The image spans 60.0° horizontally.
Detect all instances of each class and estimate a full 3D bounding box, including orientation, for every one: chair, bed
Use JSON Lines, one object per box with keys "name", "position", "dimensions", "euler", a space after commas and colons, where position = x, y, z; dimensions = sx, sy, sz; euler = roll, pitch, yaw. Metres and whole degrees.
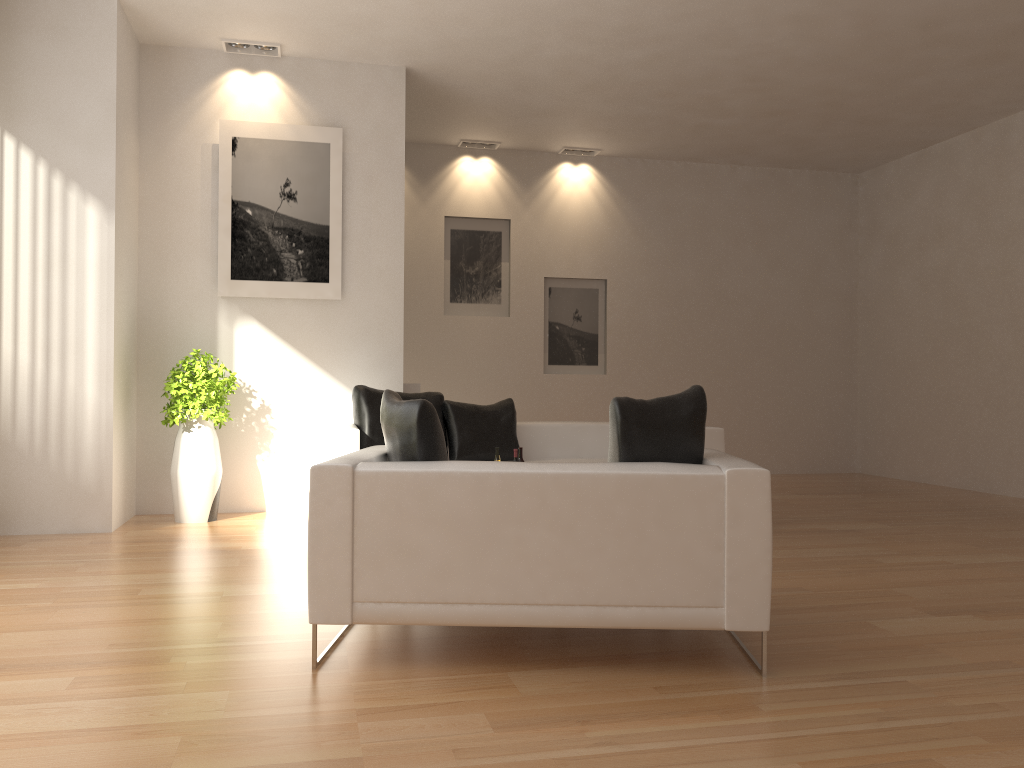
{"name": "chair", "position": [0.115, 0.670, 3.803], "dimensions": [1.671, 0.761, 1.262], "euler": [0, 0, 2]}
{"name": "bed", "position": [0.009, 0.686, 6.973], "dimensions": [3.075, 0.761, 1.262], "euler": [0, 0, -13]}

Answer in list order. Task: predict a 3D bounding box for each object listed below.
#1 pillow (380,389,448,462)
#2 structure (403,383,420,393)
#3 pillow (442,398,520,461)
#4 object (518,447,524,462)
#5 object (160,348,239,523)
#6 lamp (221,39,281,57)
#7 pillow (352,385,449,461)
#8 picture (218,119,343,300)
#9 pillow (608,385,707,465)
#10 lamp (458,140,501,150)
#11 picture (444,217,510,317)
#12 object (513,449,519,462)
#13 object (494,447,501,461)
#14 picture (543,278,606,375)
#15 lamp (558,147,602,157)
{"name": "pillow", "position": [-0.425, 0.322, 3.768], "dimensions": [0.291, 0.598, 0.660], "euler": [1, 0, -24]}
{"name": "structure", "position": [-2.007, 0.355, 8.708], "dimensions": [4.625, 1.403, 1.839], "euler": [0, 0, -13]}
{"name": "pillow", "position": [-0.237, 0.372, 7.087], "dimensions": [0.628, 0.524, 0.270], "euler": [1, 0, -30]}
{"name": "object", "position": [0.052, 0.510, 5.401], "dimensions": [0.057, 0.248, 0.057], "euler": [0, 0, 5]}
{"name": "object", "position": [-2.406, 0.389, 6.805], "dimensions": [0.570, 1.324, 0.631], "euler": [0, 0, 1]}
{"name": "lamp", "position": [-2.092, -2.775, 7.134], "dimensions": [0.446, 0.166, 0.243], "euler": [0, 0, -13]}
{"name": "pillow", "position": [-0.865, 0.342, 6.919], "dimensions": [0.755, 0.666, 0.346], "euler": [1, 0, -27]}
{"name": "picture", "position": [-1.895, -1.421, 7.277], "dimensions": [0.979, 1.431, 0.004], "euler": [0, 0, -13]}
{"name": "pillow", "position": [0.587, 0.335, 3.647], "dimensions": [0.506, 0.666, 0.324], "euler": [1, 0, -23]}
{"name": "lamp", "position": [-0.367, -2.747, 9.908], "dimensions": [0.446, 0.166, 0.243], "euler": [0, 0, -13]}
{"name": "picture", "position": [-0.404, -1.328, 10.096], "dimensions": [0.802, 1.155, 0.005], "euler": [0, 0, -13]}
{"name": "object", "position": [0.022, 0.510, 5.299], "dimensions": [0.059, 0.244, 0.059], "euler": [0, 0, -13]}
{"name": "object", "position": [-0.086, 0.502, 5.267], "dimensions": [0.068, 0.257, 0.067], "euler": [0, 0, 5]}
{"name": "picture", "position": [0.727, -0.668, 10.357], "dimensions": [0.802, 1.155, 0.005], "euler": [0, 0, -13]}
{"name": "lamp", "position": [0.776, -2.738, 10.173], "dimensions": [0.446, 0.166, 0.243], "euler": [0, 0, -13]}
